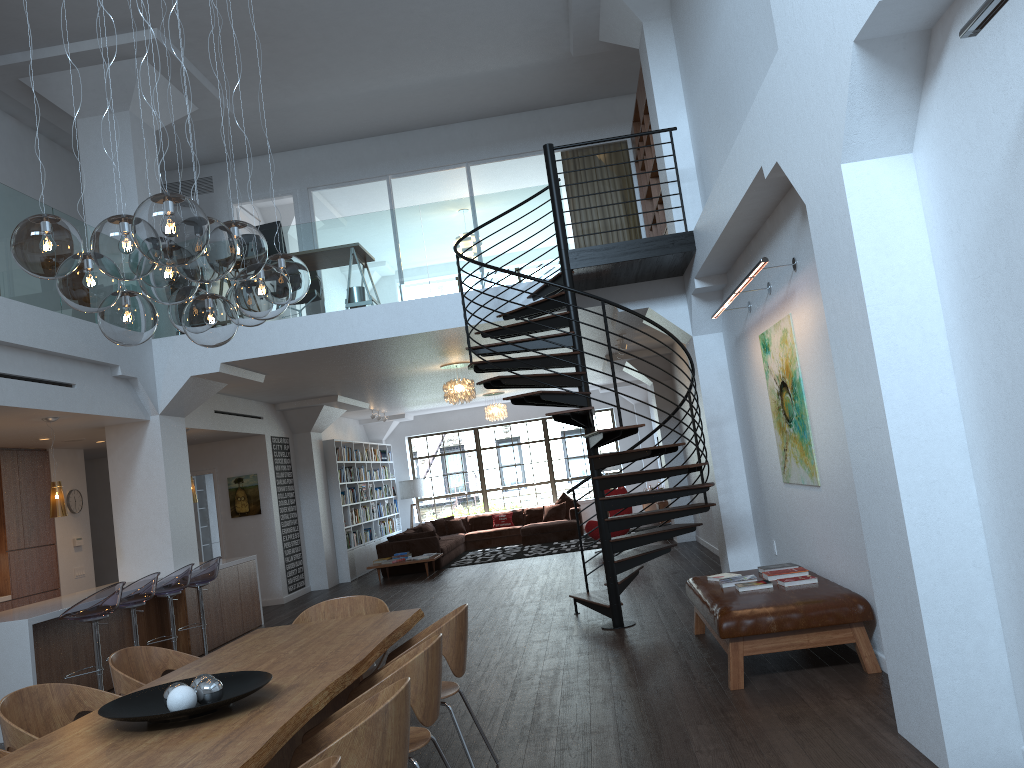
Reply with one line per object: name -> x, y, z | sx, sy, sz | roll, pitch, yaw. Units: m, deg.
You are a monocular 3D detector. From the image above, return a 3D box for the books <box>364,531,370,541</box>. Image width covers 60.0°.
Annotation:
books -> -2.751, 2.867, 16.690 | 0.139, 0.191, 0.036 | -8, -6, 4

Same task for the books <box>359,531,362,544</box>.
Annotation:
books -> -2.816, 2.788, 16.028 | 0.174, 0.236, 0.142 | -8, -6, 3

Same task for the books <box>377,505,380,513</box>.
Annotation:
books -> -2.735, 2.549, 17.689 | 0.182, 0.255, 0.077 | -8, -6, 4

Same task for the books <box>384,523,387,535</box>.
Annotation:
books -> -2.647, 2.952, 17.997 | 0.183, 0.253, 0.034 | -8, -6, 3

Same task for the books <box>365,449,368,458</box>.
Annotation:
books -> -2.922, 1.414, 17.439 | 0.160, 0.251, 0.031 | -8, -6, 4

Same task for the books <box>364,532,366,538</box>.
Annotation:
books -> -2.780, 2.849, 16.434 | 0.134, 0.184, 0.030 | -8, -6, 4

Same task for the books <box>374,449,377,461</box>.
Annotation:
books -> -2.864, 1.473, 18.123 | 0.183, 0.253, 0.034 | -8, -6, 4

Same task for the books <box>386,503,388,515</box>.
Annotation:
books -> -2.673, 2.611, 18.396 | 0.174, 0.251, 0.051 | -8, -6, 4

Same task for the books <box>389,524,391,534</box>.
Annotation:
books -> -2.622, 2.986, 18.385 | 0.183, 0.253, 0.037 | -8, -6, 4

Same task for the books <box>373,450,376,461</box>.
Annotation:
books -> -2.868, 1.468, 18.041 | 0.171, 0.246, 0.057 | -8, -6, 4

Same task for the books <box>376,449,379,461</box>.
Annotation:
books -> -2.846, 1.486, 18.292 | 0.183, 0.253, 0.034 | -8, -6, 4

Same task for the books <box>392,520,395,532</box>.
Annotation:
books -> -2.590, 3.031, 18.835 | 0.171, 0.246, 0.057 | -8, -6, 4

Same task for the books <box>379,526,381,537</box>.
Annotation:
books -> -2.697, 2.919, 17.532 | 0.174, 0.240, 0.045 | -8, -6, 3

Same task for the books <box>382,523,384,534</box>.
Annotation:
books -> -2.668, 2.935, 17.804 | 0.183, 0.253, 0.034 | -8, -6, 3

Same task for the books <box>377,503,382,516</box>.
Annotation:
books -> -2.731, 2.546, 17.841 | 0.197, 0.290, 0.136 | -8, -6, 4

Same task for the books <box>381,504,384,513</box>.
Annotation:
books -> -2.705, 2.582, 18.041 | 0.170, 0.251, 0.118 | -8, -6, 4

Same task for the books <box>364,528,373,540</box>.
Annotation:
books -> -2.741, 2.868, 16.917 | 0.140, 0.231, 0.042 | -8, -6, 4

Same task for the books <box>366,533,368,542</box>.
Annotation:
books -> -2.757, 2.865, 16.532 | 0.120, 0.167, 0.020 | -8, -6, 4

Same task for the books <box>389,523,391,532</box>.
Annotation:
books -> -2.623, 2.990, 18.421 | 0.183, 0.253, 0.036 | -8, -6, 4

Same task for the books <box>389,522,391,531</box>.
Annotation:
books -> -2.626, 3.001, 18.462 | 0.174, 0.240, 0.048 | -8, -6, 4

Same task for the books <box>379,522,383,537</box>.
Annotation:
books -> -2.692, 2.908, 17.653 | 0.198, 0.284, 0.066 | -8, -6, 3

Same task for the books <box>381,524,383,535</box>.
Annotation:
books -> -2.671, 2.926, 17.696 | 0.160, 0.250, 0.026 | -8, -6, 3

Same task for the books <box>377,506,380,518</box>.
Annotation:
books -> -2.731, 2.550, 17.649 | 0.174, 0.243, 0.085 | -8, -6, 4

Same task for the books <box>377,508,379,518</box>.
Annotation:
books -> -2.741, 2.535, 17.548 | 0.182, 0.255, 0.077 | -8, -6, 4

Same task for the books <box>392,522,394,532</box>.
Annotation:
books -> -2.582, 3.040, 18.743 | 0.144, 0.207, 0.048 | -8, -6, 4

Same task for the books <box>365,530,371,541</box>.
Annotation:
books -> -2.744, 2.866, 16.749 | 0.146, 0.202, 0.027 | -8, -6, 4

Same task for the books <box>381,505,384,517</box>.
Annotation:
books -> -2.706, 2.581, 17.987 | 0.174, 0.242, 0.105 | -8, -6, 4

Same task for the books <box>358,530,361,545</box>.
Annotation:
books -> -2.824, 2.771, 15.940 | 0.183, 0.253, 0.042 | -8, -6, 4

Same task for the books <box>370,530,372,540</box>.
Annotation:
books -> -2.742, 2.874, 16.831 | 0.146, 0.202, 0.027 | -8, -6, 4

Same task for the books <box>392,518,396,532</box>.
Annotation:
books -> -2.589, 3.016, 18.920 | 0.176, 0.290, 0.053 | -8, -6, 4

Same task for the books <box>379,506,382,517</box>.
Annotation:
books -> -2.720, 2.553, 17.735 | 0.182, 0.253, 0.098 | -8, -6, 4

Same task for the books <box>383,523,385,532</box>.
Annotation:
books -> -2.661, 2.945, 17.881 | 0.171, 0.246, 0.057 | -8, -6, 3

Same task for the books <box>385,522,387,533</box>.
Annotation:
books -> -2.648, 2.957, 18.080 | 0.180, 0.259, 0.060 | -8, -6, 3

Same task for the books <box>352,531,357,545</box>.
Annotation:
books -> -2.847, 2.749, 15.703 | 0.183, 0.253, 0.042 | -8, -6, 4

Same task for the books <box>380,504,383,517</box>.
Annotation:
books -> -2.722, 2.550, 17.903 | 0.176, 0.293, 0.125 | -8, -6, 4

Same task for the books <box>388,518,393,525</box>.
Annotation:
books -> -2.586, 2.990, 18.701 | 0.140, 0.298, 0.044 | -8, -6, 4

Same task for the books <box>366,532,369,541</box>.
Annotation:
books -> -2.754, 2.870, 16.605 | 0.122, 0.169, 0.023 | -8, -6, 4

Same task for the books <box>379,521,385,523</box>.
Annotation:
books -> -2.656, 2.938, 18.033 | 0.176, 0.290, 0.036 | -8, -6, 3

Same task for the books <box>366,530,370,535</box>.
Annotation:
books -> -2.755, 2.865, 16.723 | 0.146, 0.202, 0.027 | -8, -6, 4

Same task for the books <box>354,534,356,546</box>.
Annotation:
books -> -2.845, 2.758, 15.633 | 0.161, 0.223, 0.033 | -8, -6, 4

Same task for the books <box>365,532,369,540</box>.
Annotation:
books -> -2.752, 2.871, 16.633 | 0.126, 0.173, 0.032 | -8, -6, 4

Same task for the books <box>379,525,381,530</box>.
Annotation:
books -> -2.692, 2.929, 17.598 | 0.168, 0.231, 0.037 | -8, -6, 3

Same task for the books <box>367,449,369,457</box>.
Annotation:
books -> -2.913, 1.419, 17.505 | 0.160, 0.251, 0.039 | -8, -6, 4

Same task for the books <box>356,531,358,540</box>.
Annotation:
books -> -2.837, 2.761, 15.814 | 0.160, 0.251, 0.039 | -8, -6, 4

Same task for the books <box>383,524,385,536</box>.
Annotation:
books -> -2.662, 2.938, 17.836 | 0.183, 0.253, 0.034 | -8, -6, 3

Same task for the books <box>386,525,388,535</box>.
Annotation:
books -> -2.638, 2.980, 18.146 | 0.161, 0.223, 0.027 | -8, -6, 3

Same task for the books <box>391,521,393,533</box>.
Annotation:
books -> -2.604, 3.013, 18.649 | 0.189, 0.247, 0.057 | -8, -6, 4

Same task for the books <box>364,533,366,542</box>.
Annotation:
books -> -2.775, 2.846, 16.386 | 0.128, 0.178, 0.022 | -8, -6, 4

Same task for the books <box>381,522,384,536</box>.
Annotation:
books -> -2.675, 2.913, 17.763 | 0.176, 0.290, 0.053 | -8, -6, 3

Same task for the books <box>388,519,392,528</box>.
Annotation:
books -> -2.624, 2.992, 18.591 | 0.198, 0.284, 0.066 | -8, -6, 4

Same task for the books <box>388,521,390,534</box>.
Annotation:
books -> -2.629, 2.984, 18.350 | 0.183, 0.253, 0.036 | -8, -6, 4

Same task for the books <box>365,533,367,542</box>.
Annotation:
books -> -2.765, 2.857, 16.478 | 0.109, 0.171, 0.018 | -8, -6, 4

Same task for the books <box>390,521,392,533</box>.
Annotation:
books -> -2.610, 2.999, 18.530 | 0.183, 0.253, 0.037 | -8, -6, 4

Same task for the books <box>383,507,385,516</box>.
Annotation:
books -> -2.691, 2.602, 18.113 | 0.161, 0.222, 0.084 | -8, -6, 4

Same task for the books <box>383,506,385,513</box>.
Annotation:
books -> -2.690, 2.608, 18.147 | 0.161, 0.218, 0.101 | -8, -6, 4

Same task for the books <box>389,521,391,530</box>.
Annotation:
books -> -2.616, 2.998, 18.499 | 0.160, 0.250, 0.027 | -8, -6, 4

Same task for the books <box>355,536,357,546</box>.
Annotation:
books -> -2.836, 2.769, 15.663 | 0.161, 0.223, 0.030 | -8, -6, 3

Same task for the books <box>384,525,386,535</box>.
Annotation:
books -> -2.660, 2.956, 17.958 | 0.174, 0.240, 0.045 | -8, -6, 3

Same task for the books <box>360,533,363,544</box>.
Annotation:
books -> -2.802, 2.806, 16.083 | 0.161, 0.207, 0.135 | -8, -6, 3

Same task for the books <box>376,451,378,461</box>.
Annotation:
books -> -2.859, 1.478, 18.189 | 0.183, 0.253, 0.034 | -8, -6, 4
